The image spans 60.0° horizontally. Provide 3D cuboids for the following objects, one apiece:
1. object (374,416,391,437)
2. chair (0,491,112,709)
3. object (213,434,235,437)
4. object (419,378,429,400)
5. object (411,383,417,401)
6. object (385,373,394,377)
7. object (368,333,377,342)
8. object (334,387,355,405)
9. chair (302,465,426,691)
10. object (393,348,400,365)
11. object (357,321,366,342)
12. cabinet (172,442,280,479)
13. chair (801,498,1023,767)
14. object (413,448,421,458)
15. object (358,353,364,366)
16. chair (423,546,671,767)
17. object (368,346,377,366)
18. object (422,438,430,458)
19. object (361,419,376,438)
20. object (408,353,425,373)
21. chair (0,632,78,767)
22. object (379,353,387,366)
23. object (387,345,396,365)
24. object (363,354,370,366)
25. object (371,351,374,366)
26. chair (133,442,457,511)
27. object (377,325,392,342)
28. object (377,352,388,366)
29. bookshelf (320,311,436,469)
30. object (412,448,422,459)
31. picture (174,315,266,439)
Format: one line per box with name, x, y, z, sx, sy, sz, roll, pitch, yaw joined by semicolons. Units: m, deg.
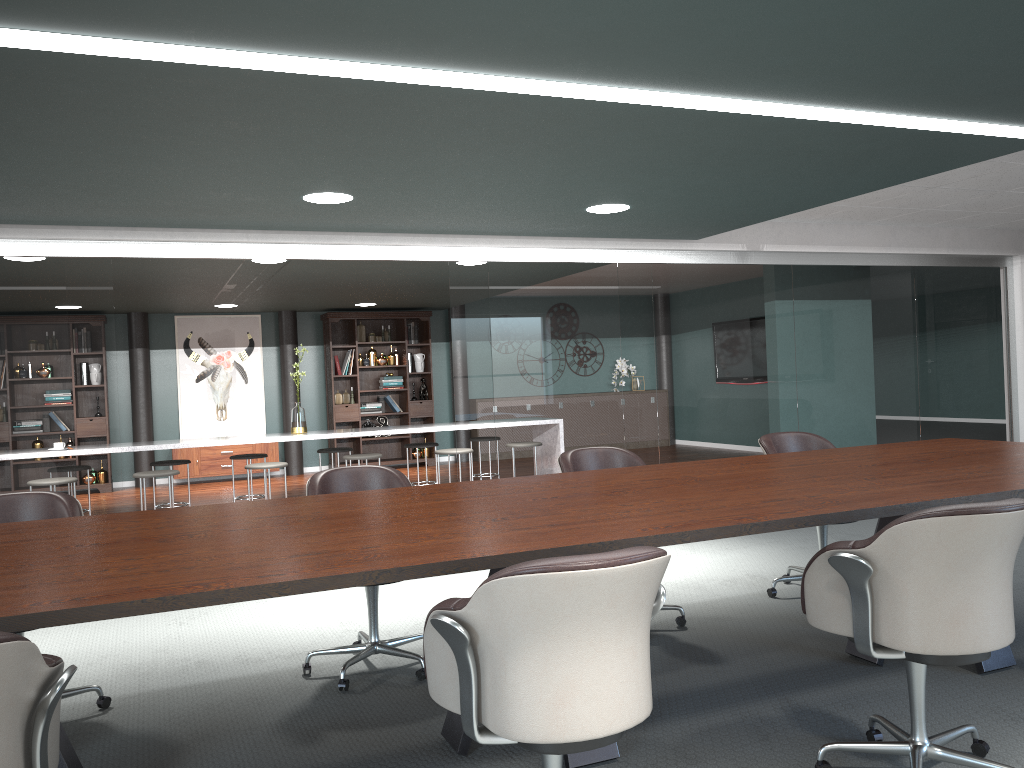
object;-1.653;0.540;11.362;0.233;0.268;0.051;-3;1;-23
chair;-1.661;0.766;2.977;0.535;0.761;0.518;-3;0;-16
object;-3.468;0.651;10.697;0.245;0.112;0.261;-3;0;-15
object;-1.164;0.064;11.497;0.116;0.286;0.215;-3;1;-27
object;-1.266;0.100;11.439;0.077;0.228;0.077;-3;1;-40
object;-1.573;-0.120;11.351;0.104;0.052;0.100;-3;1;-18
object;-1.770;-0.588;11.254;0.096;0.126;0.106;-2;1;28
object;-2.116;0.142;11.114;0.250;0.221;0.186;-3;1;-24
chair;-0.553;0.714;3.437;0.535;0.761;0.518;-3;0;-16
object;-1.492;-0.349;11.426;0.092;0.222;0.092;-2;0;12
object;-1.910;-0.656;11.227;0.104;0.273;0.104;-2;0;13
cabinet;-3.446;0.896;10.685;1.200;0.379;0.368;-3;1;-23
chair;1.076;0.654;2.285;0.533;0.761;0.523;-3;1;-37
object;-1.231;0.875;11.503;0.099;0.169;0.099;-2;1;42
object;-1.920;-0.304;11.223;0.105;0.172;0.105;-3;1;-27
chair;0.096;0.700;1.870;0.535;0.761;0.518;-3;0;-16
object;-1.772;-0.350;11.266;0.114;0.251;0.114;-2;0;3
object;-1.115;0.826;11.470;0.108;0.256;0.108;-2;0;12
object;-1.810;0.562;11.170;0.224;0.238;0.159;-3;1;-23
object;-1.249;-0.278;11.515;0.268;0.262;0.137;-2;1;17
chair;-0.969;0.749;1.438;0.523;0.761;0.533;-2;1;43
object;-1.651;-0.315;11.340;0.099;0.169;0.099;-2;1;42
object;-1.535;-0.364;11.307;0.108;0.256;0.108;-2;0;12
object;-1.833;-0.302;11.159;0.079;0.161;0.080;-2;0;3
object;-1.758;-0.319;11.159;0.040;0.191;0.040;-3;0;-13
chair;-1.744;0.858;7.490;4.029;0.512;1.479;-3;1;-23
object;-1.647;-0.642;11.318;0.196;0.221;0.184;-3;1;-22
object;-1.642;-0.318;11.211;0.144;0.175;0.073;-3;1;-21
bookshelf;-1.689;0.086;11.318;1.339;1.984;0.482;-3;1;-23
object;-1.222;0.872;11.374;0.144;0.175;0.073;-3;1;-21
picture;-3.555;-0.084;10.838;1.002;1.512;0.031;-3;1;-23
